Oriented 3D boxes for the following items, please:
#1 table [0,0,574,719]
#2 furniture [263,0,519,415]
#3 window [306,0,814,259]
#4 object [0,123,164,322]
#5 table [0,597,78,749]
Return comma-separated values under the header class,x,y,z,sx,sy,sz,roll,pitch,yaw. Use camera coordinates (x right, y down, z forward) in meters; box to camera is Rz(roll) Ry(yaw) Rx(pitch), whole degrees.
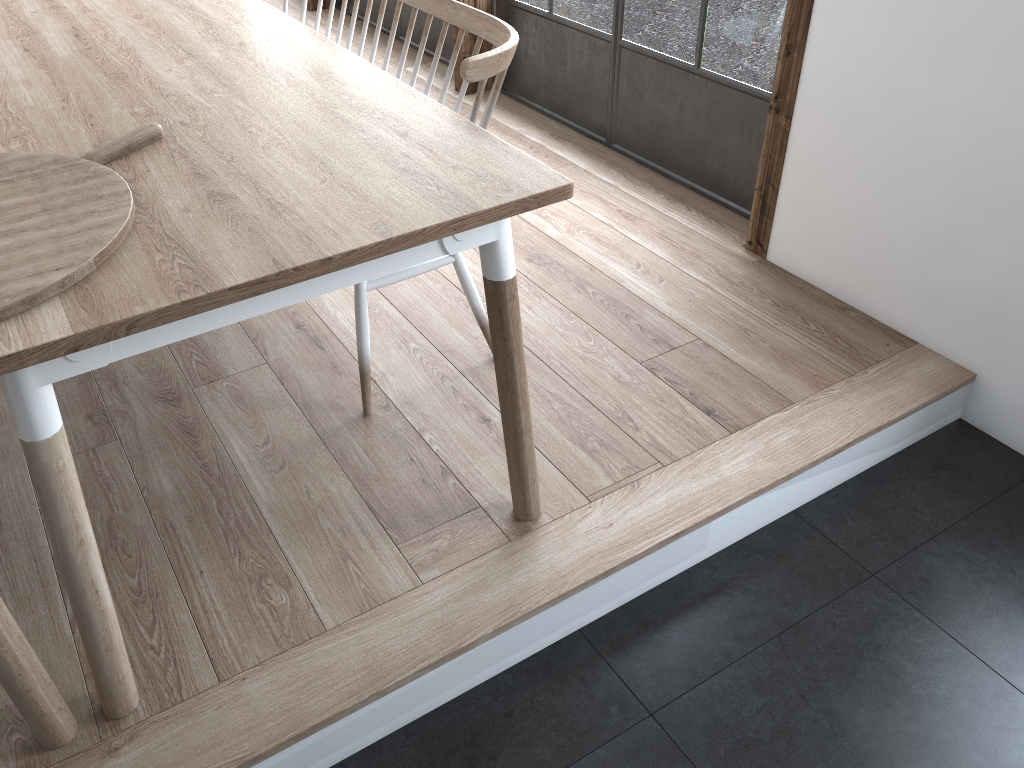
class,x,y,z,sx,sy,sz,roll,pitch,yaw
table,-0.850,-0.389,2.159,0.923,0.731,2.124,-21,41,-24
furniture,-0.500,-0.648,2.434,0.536,0.790,1.415,-21,40,-25
window,-0.656,-2.675,3.989,0.159,2.200,5.621,-20,40,-25
object,-0.872,-0.237,1.330,0.593,0.023,0.699,-8,37,-7
table,-1.634,-0.074,1.784,0.923,0.731,2.124,-21,41,-24
